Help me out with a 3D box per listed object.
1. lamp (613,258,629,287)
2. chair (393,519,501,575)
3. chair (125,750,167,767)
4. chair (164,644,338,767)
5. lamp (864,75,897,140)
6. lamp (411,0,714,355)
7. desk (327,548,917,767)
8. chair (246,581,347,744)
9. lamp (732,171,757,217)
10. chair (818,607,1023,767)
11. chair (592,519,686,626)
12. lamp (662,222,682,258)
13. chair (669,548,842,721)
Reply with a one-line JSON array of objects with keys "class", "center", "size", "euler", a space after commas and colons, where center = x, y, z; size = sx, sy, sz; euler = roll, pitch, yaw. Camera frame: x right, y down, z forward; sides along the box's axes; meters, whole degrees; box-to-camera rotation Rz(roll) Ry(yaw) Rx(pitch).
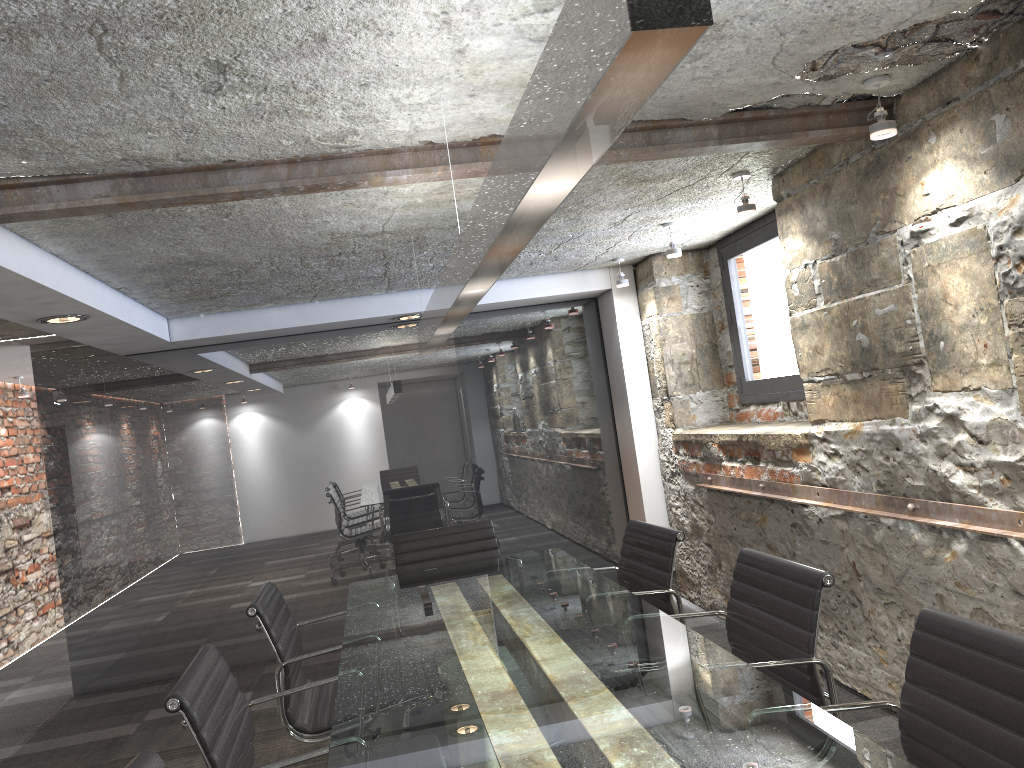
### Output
[{"class": "lamp", "center": [0.656, -0.672, 5.362], "size": [0.077, 0.165, 0.098], "euler": [-9, -2, 23]}, {"class": "chair", "center": [-0.221, 1.074, 3.902], "size": [0.693, 0.837, 0.667], "euler": [-7, -2, -19]}, {"class": "chair", "center": [-0.299, 1.004, 1.313], "size": [0.667, 0.837, 0.693], "euler": [-8, -2, -11]}, {"class": "chair", "center": [-0.437, 1.050, 2.147], "size": [0.667, 0.837, 0.693], "euler": [-7, -2, -20]}, {"class": "lamp", "center": [1.094, -0.819, 2.638], "size": [0.077, 0.165, 0.098], "euler": [-9, -2, 23]}, {"class": "lamp", "center": [-0.153, -0.473, 2.305], "size": [0.073, 0.524, 3.159], "euler": [-8, -2, -9]}, {"class": "desk", "center": [0.060, 1.047, 2.255], "size": [0.909, 0.711, 3.154], "euler": [-8, -2, -9]}, {"class": "chair", "center": [-0.539, 1.094, 3.081], "size": [0.667, 0.837, 0.693], "euler": [-8, -2, -18]}, {"class": "lamp", "center": [0.940, -0.768, 3.594], "size": [0.077, 0.165, 0.098], "euler": [-9, -2, 23]}, {"class": "chair", "center": [0.639, 0.875, 1.452], "size": [0.667, 0.837, 0.693], "euler": [-8, -2, -18]}, {"class": "chair", "center": [0.325, 0.975, 3.237], "size": [0.667, 0.837, 0.693], "euler": [-7, -2, -22]}, {"class": "lamp", "center": [0.802, -0.721, 4.454], "size": [0.077, 0.165, 0.098], "euler": [-9, -2, 23]}, {"class": "chair", "center": [0.517, 0.919, 2.323], "size": [0.667, 0.837, 0.693], "euler": [-8, -2, -19]}]
